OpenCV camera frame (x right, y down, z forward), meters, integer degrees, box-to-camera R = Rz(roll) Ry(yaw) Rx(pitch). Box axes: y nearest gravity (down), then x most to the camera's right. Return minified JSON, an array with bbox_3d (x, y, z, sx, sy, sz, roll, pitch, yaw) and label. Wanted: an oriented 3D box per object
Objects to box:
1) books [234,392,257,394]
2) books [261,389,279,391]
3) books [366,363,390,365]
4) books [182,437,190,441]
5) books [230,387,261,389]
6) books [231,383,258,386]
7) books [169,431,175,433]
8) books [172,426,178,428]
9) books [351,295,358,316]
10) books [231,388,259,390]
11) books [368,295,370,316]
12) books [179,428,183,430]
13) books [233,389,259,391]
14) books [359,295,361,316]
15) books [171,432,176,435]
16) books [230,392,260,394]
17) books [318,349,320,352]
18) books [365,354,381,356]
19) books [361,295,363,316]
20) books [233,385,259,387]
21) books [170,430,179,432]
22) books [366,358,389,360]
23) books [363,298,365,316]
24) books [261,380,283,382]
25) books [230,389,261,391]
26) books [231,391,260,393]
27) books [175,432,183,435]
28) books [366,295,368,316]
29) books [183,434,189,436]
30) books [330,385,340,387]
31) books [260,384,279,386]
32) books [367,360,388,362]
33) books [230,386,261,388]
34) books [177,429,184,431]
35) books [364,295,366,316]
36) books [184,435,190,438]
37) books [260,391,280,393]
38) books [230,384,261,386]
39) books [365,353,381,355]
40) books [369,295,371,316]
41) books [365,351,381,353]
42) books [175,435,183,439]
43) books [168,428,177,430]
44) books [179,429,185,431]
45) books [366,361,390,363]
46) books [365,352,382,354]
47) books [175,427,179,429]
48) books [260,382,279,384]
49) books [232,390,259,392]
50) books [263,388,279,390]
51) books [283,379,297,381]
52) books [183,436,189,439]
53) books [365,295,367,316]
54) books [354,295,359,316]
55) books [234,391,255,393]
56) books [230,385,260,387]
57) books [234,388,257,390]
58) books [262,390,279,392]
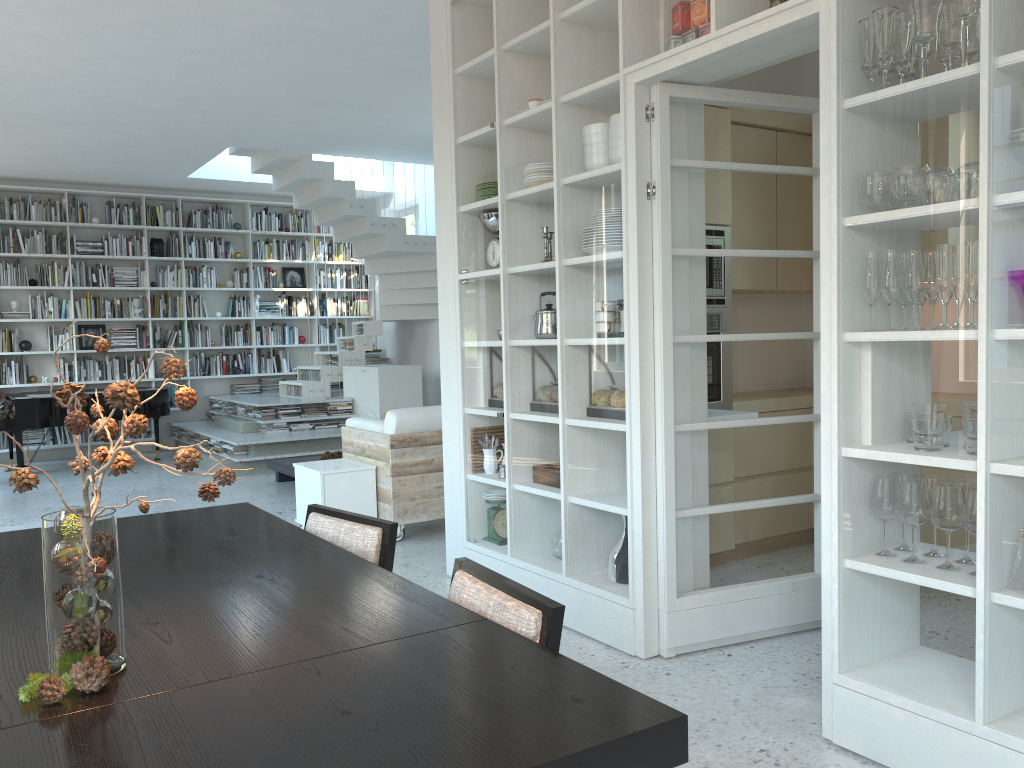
[{"bbox_3d":[-3.483,0.111,11.577,0.308,0.008,0.195,-4,4,-37],"label":"books"},{"bbox_3d":[-3.202,0.074,11.757,0.285,0.007,0.159,-4,4,-37],"label":"books"},{"bbox_3d":[-1.787,-0.267,11.876,0.296,0.013,0.128,-4,4,-35],"label":"books"},{"bbox_3d":[-3.807,0.648,10.536,0.177,0.026,0.230,-3,3,-30],"label":"books"},{"bbox_3d":[-3.482,0.050,11.578,0.345,0.007,0.193,-4,4,-36],"label":"books"},{"bbox_3d":[-3.485,0.006,11.577,0.345,0.007,0.193,-3,3,-31],"label":"books"},{"bbox_3d":[-4.137,0.589,11.037,0.177,0.012,0.278,-4,4,-37],"label":"books"},{"bbox_3d":[-4.126,0.523,11.041,0.158,0.014,0.234,-4,4,-35],"label":"books"},{"bbox_3d":[-2.205,-1.084,12.337,0.072,0.292,0.169,-4,4,-33],"label":"books"},{"bbox_3d":[-3.489,0.065,11.584,0.308,0.008,0.195,-3,4,-33],"label":"books"},{"bbox_3d":[-2.040,-1.096,12.431,0.018,0.293,0.169,-4,4,-33],"label":"books"},{"bbox_3d":[-3.955,0.543,10.802,0.135,0.014,0.297,-3,4,-32],"label":"books"},{"bbox_3d":[-3.481,0.073,11.574,0.308,0.008,0.195,-4,4,-38],"label":"books"},{"bbox_3d":[-2.145,-1.089,12.359,0.018,0.293,0.169,-4,4,-33],"label":"books"},{"bbox_3d":[-4.134,0.614,11.039,0.179,0.012,0.261,-3,3,-30],"label":"books"},{"bbox_3d":[-3.482,0.118,11.578,0.345,0.007,0.193,-3,3,-29],"label":"books"},{"bbox_3d":[-2.626,-0.324,12.027,0.011,0.293,0.144,-4,4,-33],"label":"books"},{"bbox_3d":[-1.910,-0.393,12.062,0.214,0.011,0.121,-4,4,-38],"label":"books"},{"bbox_3d":[-2.122,-1.092,12.390,0.018,0.293,0.169,-4,4,-33],"label":"books"},{"bbox_3d":[-3.485,0.021,11.578,0.308,0.008,0.195,-3,3,-31],"label":"books"},{"bbox_3d":[-4.135,0.578,11.037,0.187,0.009,0.211,-4,4,-34],"label":"books"},{"bbox_3d":[-1.801,-0.337,11.890,0.267,0.026,0.161,-3,3,-28],"label":"books"},{"bbox_3d":[-2.104,-1.092,12.397,0.018,0.293,0.169,-4,4,-33],"label":"books"},{"bbox_3d":[-3.205,-0.044,11.753,0.285,0.005,0.159,-4,4,-36],"label":"books"},{"bbox_3d":[-3.485,0.081,11.581,0.345,0.007,0.193,-4,4,-35],"label":"books"},{"bbox_3d":[-3.481,0.103,11.574,0.345,0.007,0.193,-3,3,-28],"label":"books"},{"bbox_3d":[-3.981,0.598,10.788,0.191,0.028,0.212,-3,3,-29],"label":"books"},{"bbox_3d":[-2.061,-1.095,12.430,0.018,0.293,0.169,-4,4,-33],"label":"books"},{"bbox_3d":[-3.807,0.591,10.534,0.171,0.020,0.193,-3,3,-29],"label":"books"},{"bbox_3d":[-2.563,0.031,12.171,0.359,0.009,0.201,-3,3,-30],"label":"books"},{"bbox_3d":[-3.206,0.012,11.760,0.285,0.007,0.159,-3,4,-32],"label":"books"},{"bbox_3d":[-1.797,-0.312,11.887,0.233,0.025,0.157,-4,4,-37],"label":"books"},{"bbox_3d":[-3.479,0.036,11.572,0.345,0.007,0.193,-4,4,-38],"label":"books"},{"bbox_3d":[-3.967,0.560,10.795,0.160,0.009,0.291,-3,3,-31],"label":"books"},{"bbox_3d":[-2.091,-1.093,12.410,0.018,0.293,0.169,-4,4,-33],"label":"books"},{"bbox_3d":[-3.791,0.616,10.545,0.149,0.007,0.300,-3,4,-33],"label":"books"},{"bbox_3d":[-3.206,0.102,11.767,0.285,0.007,0.159,-3,4,-33],"label":"books"},{"bbox_3d":[-3.485,0.013,11.578,0.345,0.007,0.193,-4,4,-35],"label":"books"},{"bbox_3d":[-1.907,-0.405,12.057,0.206,0.014,0.150,-3,4,-33],"label":"books"},{"bbox_3d":[-2.030,-1.097,12.449,0.018,0.293,0.169,-4,4,-33],"label":"books"},{"bbox_3d":[-1.912,-0.439,12.061,0.232,0.025,0.123,-4,4,-36],"label":"books"},{"bbox_3d":[-3.973,0.638,10.795,0.189,0.030,0.237,-3,4,-33],"label":"books"},{"bbox_3d":[-4.142,0.555,11.032,0.191,0.013,0.243,-4,4,-37],"label":"books"},{"bbox_3d":[-3.960,0.553,10.800,0.126,0.005,0.290,-4,4,-38],"label":"books"},{"bbox_3d":[-1.803,-0.294,11.898,0.278,0.012,0.177,-3,3,-29],"label":"books"},{"bbox_3d":[-1.905,-0.419,12.052,0.235,0.014,0.155,-3,4,-32],"label":"books"},{"bbox_3d":[-4.113,0.538,11.050,0.133,0.017,0.231,-3,4,-32],"label":"books"},{"bbox_3d":[-3.209,-0.017,11.757,0.285,0.005,0.159,-3,4,-32],"label":"books"},{"bbox_3d":[-3.486,0.088,11.580,0.308,0.008,0.195,-3,3,-31],"label":"books"},{"bbox_3d":[-3.201,0.061,11.758,0.254,0.007,0.161,-4,4,-37],"label":"books"},{"bbox_3d":[-2.895,-0.055,11.955,0.367,0.007,0.205,-3,3,-31],"label":"books"},{"bbox_3d":[-3.802,0.627,10.539,0.172,0.014,0.221,-3,4,-32],"label":"books"},{"bbox_3d":[-2.073,-1.094,12.416,0.018,0.293,0.169,-4,4,-33],"label":"books"},{"bbox_3d":[-2.173,-1.088,12.358,0.033,0.294,0.169,-4,4,-33],"label":"books"},{"bbox_3d":[-3.483,0.096,11.577,0.308,0.008,0.195,-3,3,-29],"label":"books"},{"bbox_3d":[-3.484,0.028,11.579,0.345,0.007,0.193,-3,3,-31],"label":"books"},{"bbox_3d":[-3.479,0.058,11.574,0.308,0.008,0.195,-3,3,-28],"label":"books"},{"bbox_3d":[-3.206,0.088,11.766,0.254,0.007,0.161,-3,4,-33],"label":"books"}]
